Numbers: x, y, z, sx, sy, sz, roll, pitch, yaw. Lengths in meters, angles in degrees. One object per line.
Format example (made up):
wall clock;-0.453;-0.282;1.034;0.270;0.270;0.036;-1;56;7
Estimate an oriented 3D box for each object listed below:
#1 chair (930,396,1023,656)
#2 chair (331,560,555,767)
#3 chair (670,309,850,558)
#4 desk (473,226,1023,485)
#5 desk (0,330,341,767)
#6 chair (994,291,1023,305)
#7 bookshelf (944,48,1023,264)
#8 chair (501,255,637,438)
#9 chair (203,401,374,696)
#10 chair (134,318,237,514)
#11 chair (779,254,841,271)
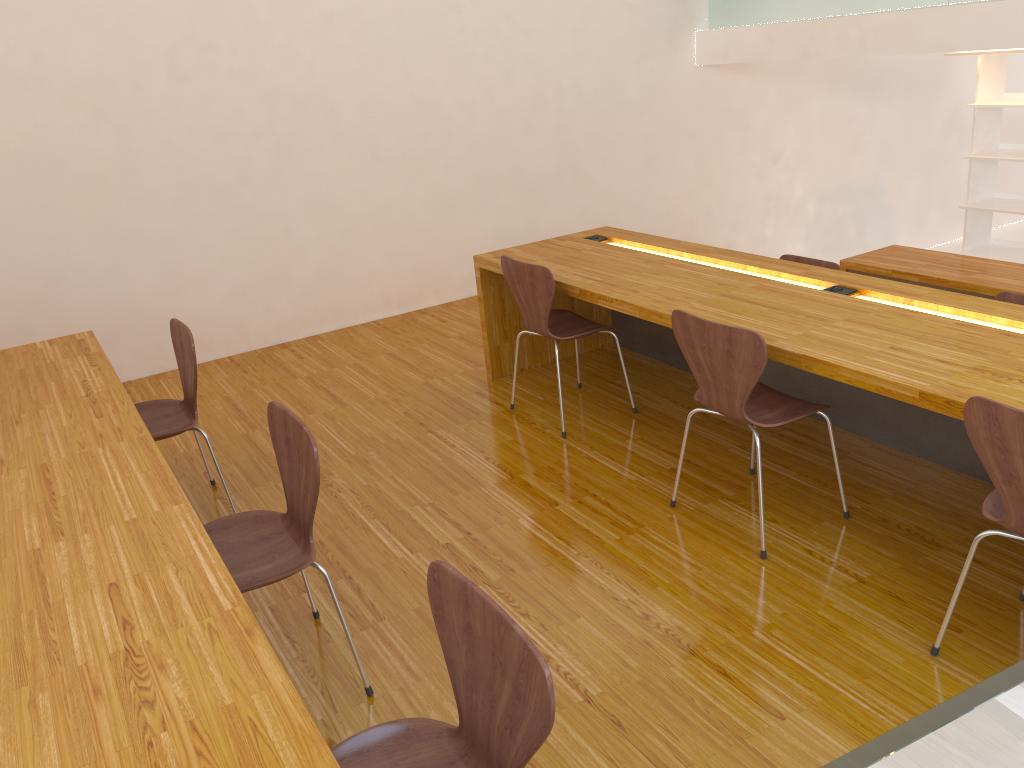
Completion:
chair;1.255;0.343;1.955;0.381;0.693;0.428;-17;23;-27
chair;-0.154;0.703;1.396;0.381;0.693;0.428;-17;23;-27
chair;0.761;0.092;2.753;0.381;0.693;0.428;-17;23;-27
desk;1.236;0.088;3.209;1.285;0.918;3.236;-17;23;-27
desk;-1.142;0.580;2.124;0.760;0.606;3.185;-17;23;-27
chair;1.941;0.036;3.466;0.381;0.693;0.428;-17;23;-27
bookshelf;3.840;-1.016;4.910;0.498;1.836;2.984;-17;23;-27
chair;0.225;-0.209;3.688;0.381;0.693;0.428;-17;23;-27
chair;-0.648;0.451;2.194;0.381;0.693;0.428;-17;23;-27
chair;-1.249;0.170;3.096;0.381;0.693;0.428;-17;23;-27
chair;1.339;-0.244;4.367;0.381;0.693;0.428;-17;23;-27
